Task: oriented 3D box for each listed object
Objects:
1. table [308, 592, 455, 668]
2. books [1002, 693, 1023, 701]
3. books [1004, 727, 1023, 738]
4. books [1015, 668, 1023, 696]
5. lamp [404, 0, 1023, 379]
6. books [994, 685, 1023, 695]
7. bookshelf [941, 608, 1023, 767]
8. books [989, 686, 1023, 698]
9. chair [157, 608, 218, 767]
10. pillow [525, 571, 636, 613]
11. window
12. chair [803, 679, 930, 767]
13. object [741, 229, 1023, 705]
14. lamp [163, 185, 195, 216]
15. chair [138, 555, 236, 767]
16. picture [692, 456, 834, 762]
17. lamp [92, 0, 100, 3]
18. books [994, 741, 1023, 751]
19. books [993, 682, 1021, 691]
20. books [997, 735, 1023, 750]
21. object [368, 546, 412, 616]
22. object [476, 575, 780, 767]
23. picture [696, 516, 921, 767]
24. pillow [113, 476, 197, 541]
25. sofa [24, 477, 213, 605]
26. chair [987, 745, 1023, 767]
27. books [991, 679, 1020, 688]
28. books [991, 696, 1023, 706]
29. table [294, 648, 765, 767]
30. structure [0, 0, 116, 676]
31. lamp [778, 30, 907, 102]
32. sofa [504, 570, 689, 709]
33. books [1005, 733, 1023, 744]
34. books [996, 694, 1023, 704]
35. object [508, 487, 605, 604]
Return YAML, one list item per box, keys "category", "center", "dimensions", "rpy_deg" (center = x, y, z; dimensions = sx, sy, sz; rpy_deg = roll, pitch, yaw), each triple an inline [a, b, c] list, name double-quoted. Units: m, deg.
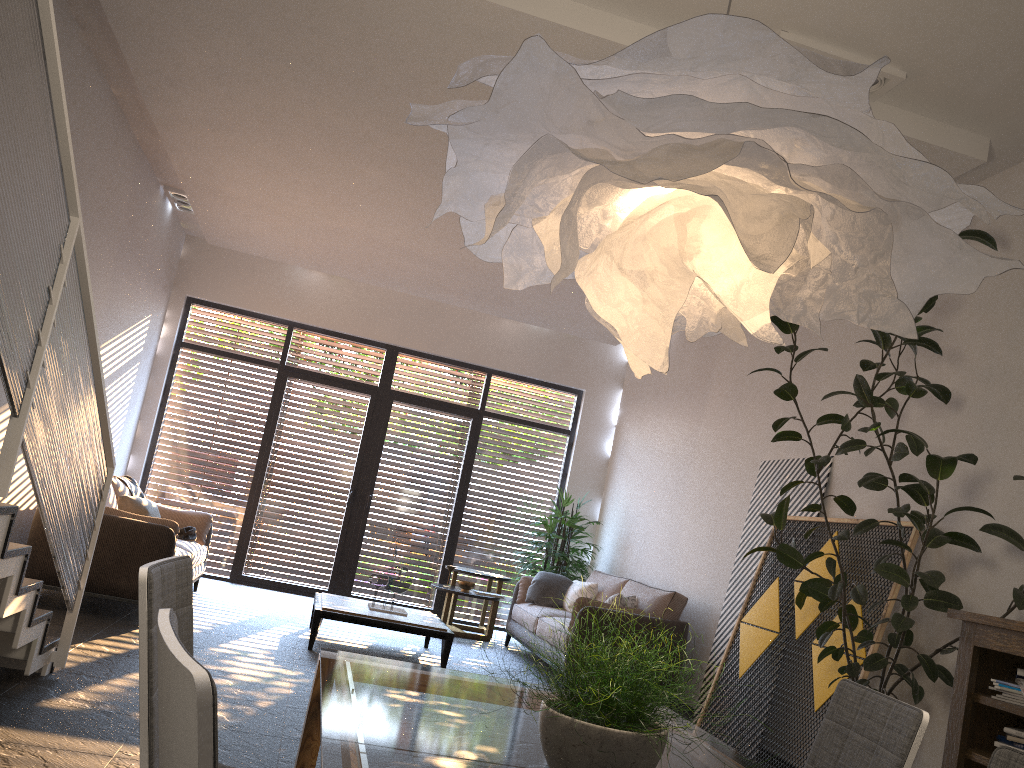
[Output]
- category: "table"
  center: [-1.074, 1.951, 7.048]
  dimensions: [1.051, 0.305, 1.121]
  rpy_deg: [13, -9, -11]
- category: "books"
  center: [2.155, 1.275, 3.510]
  dimensions: [0.318, 0.011, 0.255]
  rpy_deg: [2, -13, 45]
- category: "books"
  center: [2.114, 1.418, 3.545]
  dimensions: [0.156, 0.020, 0.205]
  rpy_deg: [16, -10, -25]
- category: "books"
  center: [2.180, 1.220, 3.492]
  dimensions: [0.321, 0.108, 0.275]
  rpy_deg: [7, -10, 24]
- category: "lamp"
  center: [0.805, -2.514, 1.977]
  dimensions: [1.118, 5.180, 1.068]
  rpy_deg: [12, -6, 0]
- category: "books"
  center: [2.146, 1.256, 3.537]
  dimensions: [0.254, 0.011, 0.318]
  rpy_deg: [19, -12, -39]
- category: "bookshelf"
  center: [2.186, 1.470, 2.867]
  dimensions: [0.452, 1.164, 1.928]
  rpy_deg: [13, -9, -11]
- category: "books"
  center: [2.139, 1.268, 3.551]
  dimensions: [0.254, 0.011, 0.319]
  rpy_deg: [17, -11, -29]
- category: "chair"
  center: [-0.247, 0.817, 1.142]
  dimensions: [0.605, 0.914, 0.475]
  rpy_deg: [15, -8, -25]
- category: "pillow"
  center: [0.597, 1.934, 7.929]
  dimensions: [0.620, 0.340, 1.902]
  rpy_deg: [13, -9, -10]
- category: "window"
  center: [-1.654, 0.962, 10.026]
  dimensions: [4.953, 3.010, 0.461]
  rpy_deg: [13, -7, -11]
- category: "chair"
  center: [0.516, 1.123, 2.045]
  dimensions: [0.602, 0.914, 0.478]
  rpy_deg: [12, -7, -1]
- category: "object"
  center: [1.833, 0.606, 4.328]
  dimensions: [0.914, 3.180, 2.011]
  rpy_deg: [16, -8, -33]
- category: "lamp"
  center: [-3.082, -1.725, 8.311]
  dimensions: [0.254, 0.066, 0.648]
  rpy_deg: [13, -9, -11]
- category: "chair"
  center: [-0.542, 0.875, 1.844]
  dimensions: [0.602, 0.914, 0.477]
  rpy_deg: [13, -7, -8]
- category: "picture"
  center: [1.706, 1.482, 6.125]
  dimensions: [0.208, 2.006, 0.962]
  rpy_deg: [13, -7, -11]
- category: "lamp"
  center: [-2.264, -2.187, 4.558]
  dimensions: [0.254, 0.066, 0.648]
  rpy_deg: [13, -9, -11]
- category: "books"
  center: [2.099, 1.481, 3.543]
  dimensions: [0.175, 0.019, 0.244]
  rpy_deg: [16, -10, -25]
- category: "books"
  center: [2.151, 1.249, 3.557]
  dimensions: [0.254, 0.011, 0.318]
  rpy_deg: [19, -12, -39]
- category: "books"
  center: [2.099, 1.461, 3.553]
  dimensions: [0.163, 0.022, 0.233]
  rpy_deg: [13, -9, -10]
- category: "object"
  center: [-0.495, -1.050, 3.083]
  dimensions: [0.365, 4.445, 8.969]
  rpy_deg: [11, -9, 1]
- category: "object"
  center: [0.199, 0.556, 1.630]
  dimensions: [0.533, 0.365, 0.670]
  rpy_deg: [14, -9, -15]
- category: "picture"
  center: [1.697, 1.565, 5.335]
  dimensions: [0.387, 1.595, 1.504]
  rpy_deg: [13, -8, -11]
- category: "pillow"
  center: [-3.309, 1.155, 7.601]
  dimensions: [0.953, 0.703, 1.027]
  rpy_deg: [10, -9, 13]
- category: "sofa"
  center: [-3.055, 1.253, 7.139]
  dimensions: [0.995, 0.913, 2.332]
  rpy_deg: [13, -9, -11]
- category: "chair"
  center: [0.582, 1.013, 1.310]
  dimensions: [0.603, 0.914, 0.477]
  rpy_deg: [13, -7, -11]
- category: "books"
  center: [2.153, 1.240, 3.566]
  dimensions: [0.254, 0.011, 0.318]
  rpy_deg: [18, -11, -34]
- category: "books"
  center: [2.131, 1.295, 3.528]
  dimensions: [0.254, 0.011, 0.318]
  rpy_deg: [18, -12, -37]
- category: "table"
  center: [0.084, 1.058, 1.559]
  dimensions: [0.999, 0.710, 1.808]
  rpy_deg: [13, -9, -11]
- category: "structure"
  center: [0.590, -2.843, 0.926]
  dimensions: [4.244, 8.257, 8.498]
  rpy_deg: [13, -8, -11]
- category: "lamp"
  center: [1.487, -1.497, 4.149]
  dimensions: [0.646, 0.066, 0.254]
  rpy_deg: [13, -9, -11]
- category: "sofa"
  center: [0.690, 2.138, 7.897]
  dimensions: [0.995, 0.913, 2.332]
  rpy_deg: [13, -9, -11]
- category: "books"
  center: [2.105, 1.439, 3.548]
  dimensions: [0.220, 0.023, 0.149]
  rpy_deg: [6, -11, 30]
- category: "books"
  center: [2.141, 1.285, 3.522]
  dimensions: [0.255, 0.011, 0.318]
  rpy_deg: [20, -12, -41]
- category: "object"
  center: [0.458, 1.952, 9.531]
  dimensions: [0.911, 1.712, 0.987]
  rpy_deg: [5, -10, 44]
